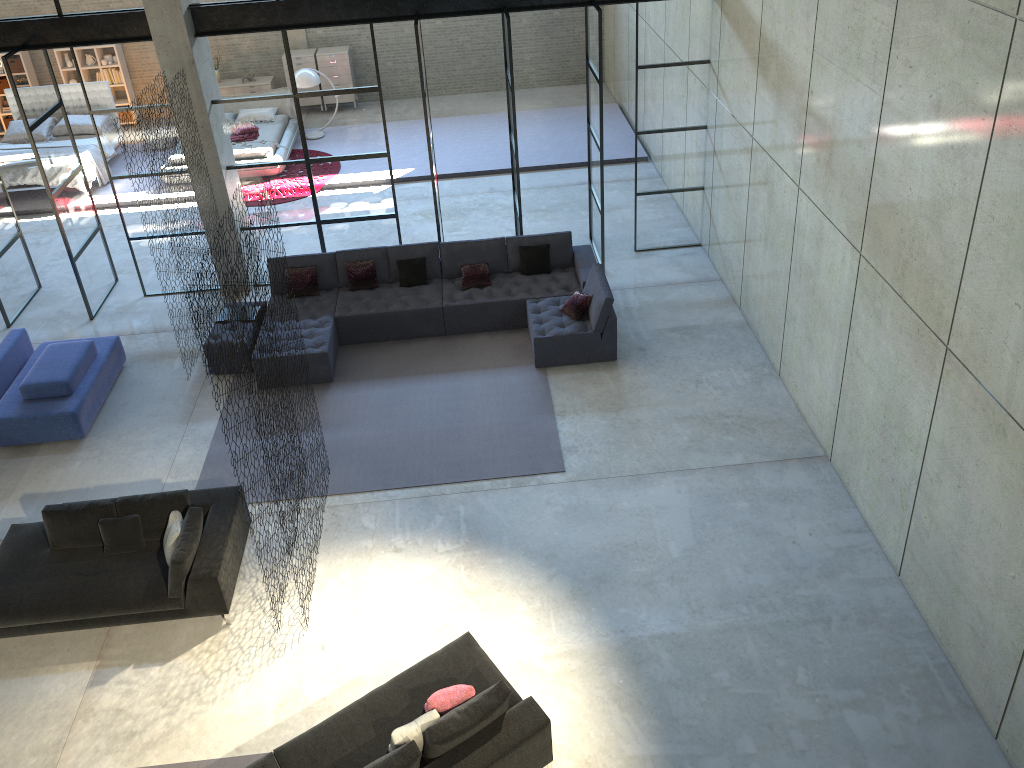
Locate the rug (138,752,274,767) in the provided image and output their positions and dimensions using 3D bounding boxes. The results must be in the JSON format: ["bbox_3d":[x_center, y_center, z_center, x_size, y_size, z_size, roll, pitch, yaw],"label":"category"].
[{"bbox_3d":[-1.861,3.419,5.016,3.627,0.019,2.820,-5,34,-2],"label":"rug"}]

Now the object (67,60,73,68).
[{"bbox_3d":[-9.053,-6.552,17.962,0.110,0.147,0.117,1,32,7],"label":"object"}]

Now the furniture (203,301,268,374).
[{"bbox_3d":[-3.306,-0.580,10.639,0.508,0.428,1.023,-3,34,2],"label":"furniture"}]

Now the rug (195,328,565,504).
[{"bbox_3d":[-1.391,0.241,9.626,3.627,0.019,2.820,-5,34,-2],"label":"rug"}]

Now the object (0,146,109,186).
[{"bbox_3d":[-8.290,-3.767,15.426,2.278,0.620,0.695,-4,32,0],"label":"object"}]

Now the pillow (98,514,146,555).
[{"bbox_3d":[-3.286,1.265,7.396,0.343,0.289,0.199,-7,32,-4],"label":"pillow"}]

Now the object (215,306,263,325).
[{"bbox_3d":[-3.317,-0.813,10.676,0.517,0.094,0.320,-3,34,2],"label":"object"}]

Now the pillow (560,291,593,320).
[{"bbox_3d":[0.770,-0.951,10.218,0.345,0.271,0.360,-20,36,-24],"label":"pillow"}]

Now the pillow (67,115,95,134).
[{"bbox_3d":[-7.938,-4.805,16.224,0.978,0.275,0.737,-4,34,0],"label":"pillow"}]

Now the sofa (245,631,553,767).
[{"bbox_3d":[-1.680,2.867,5.330,4.125,0.531,1.543,-19,37,-21],"label":"sofa"}]

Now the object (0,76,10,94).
[{"bbox_3d":[-10.491,-6.179,18.117,0.323,0.279,0.345,-5,33,-2],"label":"object"}]

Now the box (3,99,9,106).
[{"bbox_3d":[-10.483,-5.888,18.348,0.213,0.102,0.140,-5,33,-2],"label":"box"}]

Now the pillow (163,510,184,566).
[{"bbox_3d":[-2.816,1.283,7.314,0.211,0.296,0.358,-17,35,-20],"label":"pillow"}]

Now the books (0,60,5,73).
[{"bbox_3d":[-10.389,-6.547,17.956,0.087,0.300,0.269,-5,32,-2],"label":"books"}]

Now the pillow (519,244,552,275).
[{"bbox_3d":[0.292,-1.569,11.114,0.401,0.359,0.210,-5,31,-2],"label":"pillow"}]

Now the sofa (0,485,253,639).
[{"bbox_3d":[-3.387,1.533,7.454,2.106,0.529,1.151,-5,34,-2],"label":"sofa"}]

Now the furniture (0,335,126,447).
[{"bbox_3d":[-5.109,-0.038,9.879,0.949,0.522,1.637,-5,34,-2],"label":"furniture"}]

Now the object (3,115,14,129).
[{"bbox_3d":[-10.449,-5.509,18.507,0.323,0.279,0.345,-5,33,-2],"label":"object"}]

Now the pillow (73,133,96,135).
[{"bbox_3d":[-7.933,-4.773,16.336,0.959,0.312,0.762,-5,34,-2],"label":"pillow"}]

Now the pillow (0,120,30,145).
[{"bbox_3d":[-8.855,-4.630,16.109,1.025,0.352,0.709,-3,33,1],"label":"pillow"}]

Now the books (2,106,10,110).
[{"bbox_3d":[-10.476,-5.810,18.369,0.282,0.052,0.245,-5,34,-2],"label":"books"}]

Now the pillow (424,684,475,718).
[{"bbox_3d":[-0.413,2.113,5.858,0.339,0.270,0.264,-13,33,-14],"label":"pillow"}]

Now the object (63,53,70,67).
[{"bbox_3d":[-9.134,-6.659,18.035,0.098,0.246,0.097,-29,39,-35],"label":"object"}]

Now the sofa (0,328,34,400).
[{"bbox_3d":[-6.869,-0.065,10.012,2.335,0.680,1.122,-5,33,-2],"label":"sofa"}]

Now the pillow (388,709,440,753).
[{"bbox_3d":[-0.631,2.259,5.669,0.348,0.282,0.231,-21,36,-25],"label":"pillow"}]

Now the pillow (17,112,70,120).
[{"bbox_3d":[-8.785,-4.823,16.382,1.053,0.304,0.520,-6,33,-3],"label":"pillow"}]

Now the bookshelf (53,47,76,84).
[{"bbox_3d":[-8.616,-6.203,18.317,1.240,1.651,0.351,-6,30,-2],"label":"bookshelf"}]

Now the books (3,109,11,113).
[{"bbox_3d":[-10.472,-5.764,18.395,0.309,0.052,0.245,-5,34,-2],"label":"books"}]

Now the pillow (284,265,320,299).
[{"bbox_3d":[-2.629,-1.277,10.981,0.413,0.324,0.251,-5,32,-1],"label":"pillow"}]

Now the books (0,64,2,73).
[{"bbox_3d":[-10.422,-6.544,17.955,0.087,0.300,0.269,-5,32,-2],"label":"books"}]

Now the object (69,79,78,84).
[{"bbox_3d":[-9.077,-6.230,18.168,0.154,0.155,0.161,-15,34,-16],"label":"object"}]

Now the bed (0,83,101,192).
[{"bbox_3d":[-8.359,-4.326,15.688,2.219,1.334,2.466,-6,33,-3],"label":"bed"}]

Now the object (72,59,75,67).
[{"bbox_3d":[-8.965,-6.618,18.013,0.100,0.191,0.105,10,34,22],"label":"object"}]

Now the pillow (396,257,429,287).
[{"bbox_3d":[-1.248,-1.397,11.054,0.384,0.315,0.233,-7,32,-4],"label":"pillow"}]

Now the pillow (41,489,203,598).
[{"bbox_3d":[-3.150,1.216,7.426,1.596,0.394,0.783,12,37,22],"label":"pillow"}]

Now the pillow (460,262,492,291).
[{"bbox_3d":[-0.457,-1.357,11.030,0.383,0.218,0.347,-5,33,-2],"label":"pillow"}]

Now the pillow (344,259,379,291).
[{"bbox_3d":[-1.887,-1.364,11.015,0.406,0.354,0.204,-5,31,-2],"label":"pillow"}]

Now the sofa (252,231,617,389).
[{"bbox_3d":[-0.943,-0.956,10.609,4.149,0.820,1.944,-5,34,-2],"label":"sofa"}]

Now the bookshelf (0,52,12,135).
[{"bbox_3d":[-10.488,-6.014,18.229,1.240,1.651,0.351,-6,30,-2],"label":"bookshelf"}]

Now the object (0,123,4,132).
[{"bbox_3d":[-10.821,-5.437,18.484,0.141,0.221,0.146,15,36,29],"label":"object"}]

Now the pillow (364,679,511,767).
[{"bbox_3d":[-0.568,2.328,5.540,1.330,0.385,0.282,-24,37,-27],"label":"pillow"}]
